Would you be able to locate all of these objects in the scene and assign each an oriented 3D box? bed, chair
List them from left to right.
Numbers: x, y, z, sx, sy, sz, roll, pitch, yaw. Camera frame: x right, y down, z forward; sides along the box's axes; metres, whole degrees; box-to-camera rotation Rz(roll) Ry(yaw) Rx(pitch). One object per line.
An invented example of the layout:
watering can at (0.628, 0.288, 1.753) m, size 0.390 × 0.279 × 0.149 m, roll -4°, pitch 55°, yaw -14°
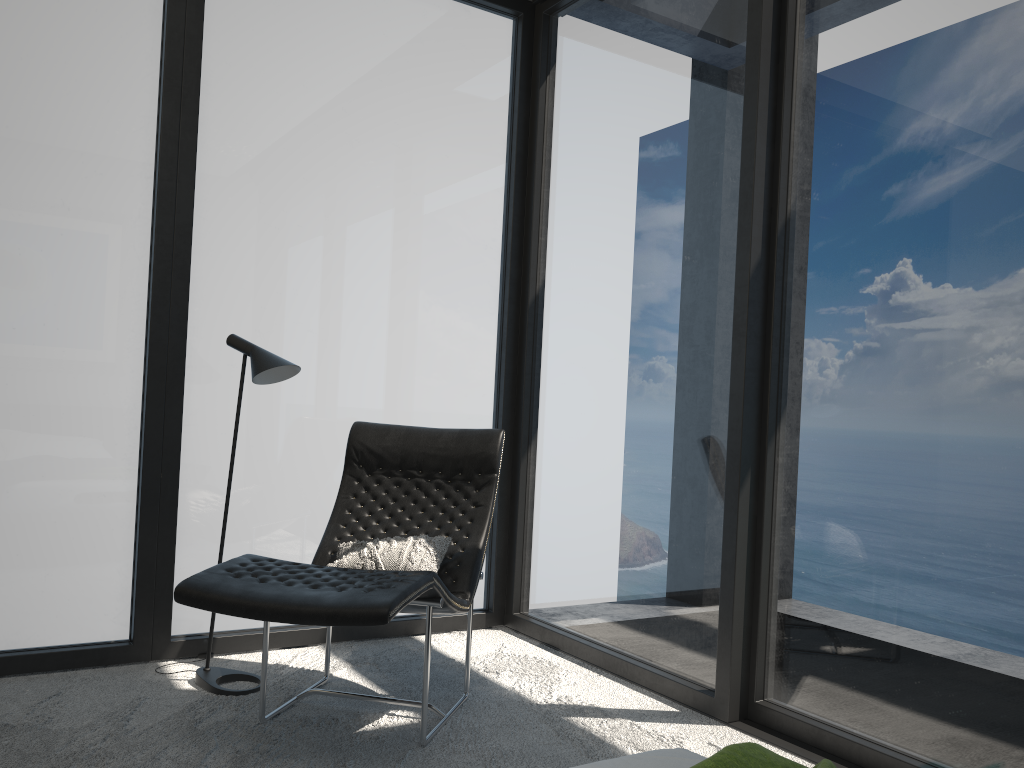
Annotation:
chair at (-0.492, 0.637, 2.991) m, size 0.638 × 0.995 × 1.282 m, roll 3°, pitch -1°, yaw 13°
bed at (0.094, 0.618, 0.505) m, size 2.757 × 0.933 × 2.616 m, roll 4°, pitch -2°, yaw -32°

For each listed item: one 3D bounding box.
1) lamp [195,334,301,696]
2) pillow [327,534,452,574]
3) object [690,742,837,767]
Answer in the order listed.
lamp at (-0.977, 0.465, 3.260) m, size 0.384 × 1.300 × 0.202 m, roll 3°, pitch -1°, yaw 21°
pillow at (-0.459, 0.637, 3.119) m, size 0.441 × 0.199 × 0.313 m, roll 3°, pitch -1°, yaw 9°
object at (-0.159, 0.693, 0.909) m, size 2.303 × 0.342 × 0.646 m, roll 4°, pitch -2°, yaw -33°
